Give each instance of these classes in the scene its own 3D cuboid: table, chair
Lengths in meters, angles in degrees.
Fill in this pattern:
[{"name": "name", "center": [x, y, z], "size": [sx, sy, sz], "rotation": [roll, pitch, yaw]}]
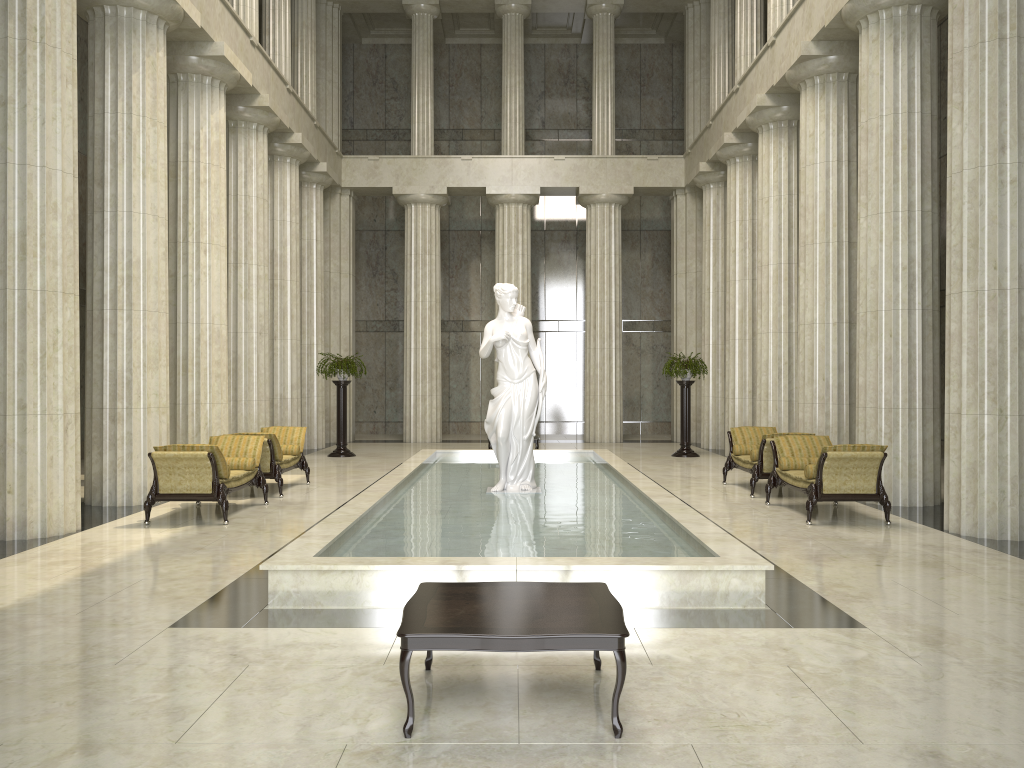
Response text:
[{"name": "table", "center": [0.006, 1.399, 4.619], "size": [1.134, 0.494, 1.123], "rotation": [0, 0, -1]}, {"name": "chair", "center": [3.941, 1.171, 11.233], "size": [0.993, 0.950, 2.172], "rotation": [0, 0, 0]}, {"name": "chair", "center": [3.946, 1.172, 13.701], "size": [0.993, 0.950, 2.172], "rotation": [0, 0, 0]}, {"name": "chair", "center": [-3.812, 1.172, 13.716], "size": [0.993, 0.950, 2.172], "rotation": [0, 0, 0]}, {"name": "table", "center": [0.034, 1.400, 18.989], "size": [1.134, 0.494, 1.123], "rotation": [0, 0, -1]}, {"name": "chair", "center": [-3.816, 1.171, 11.248], "size": [0.993, 0.950, 2.172], "rotation": [0, 0, 0]}]

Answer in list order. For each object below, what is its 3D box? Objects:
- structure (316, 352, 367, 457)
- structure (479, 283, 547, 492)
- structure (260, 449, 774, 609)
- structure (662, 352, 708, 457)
[{"name": "structure", "center": [-3.883, 0.454, 20.239], "size": [1.159, 2.386, 1.053], "rotation": [0, 0, -5]}, {"name": "structure", "center": [0.020, 0.125, 12.230], "size": [0.940, 3.044, 0.729], "rotation": [0, 0, -5]}, {"name": "structure", "center": [0.045, 1.578, 12.256], "size": [3.754, 0.508, 11.573], "rotation": [0, 0, 0]}, {"name": "structure", "center": [3.953, 0.454, 20.217], "size": [1.053, 2.386, 1.159], "rotation": [0, 0, 5]}]
